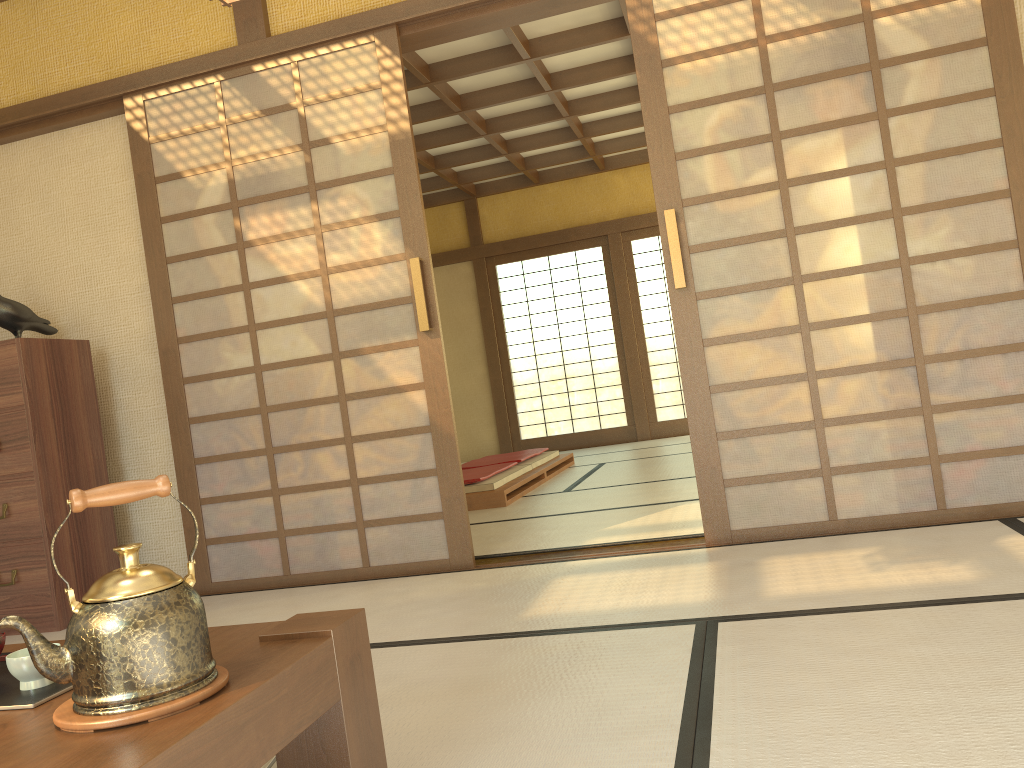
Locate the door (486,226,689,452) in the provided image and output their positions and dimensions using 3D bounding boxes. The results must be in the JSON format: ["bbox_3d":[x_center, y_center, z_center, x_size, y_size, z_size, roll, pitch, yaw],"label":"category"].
[{"bbox_3d":[1.260,-0.498,9.472,2.890,2.230,0.140,-8,-1,14],"label":"door"}]

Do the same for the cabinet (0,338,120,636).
[{"bbox_3d":[-2.339,0.475,3.868,1.020,1.200,0.421,-8,-1,14],"label":"cabinet"}]

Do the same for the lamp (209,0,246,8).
[{"bbox_3d":[-0.756,-1.547,2.232,0.240,1.129,0.240,-8,-1,14],"label":"lamp"}]

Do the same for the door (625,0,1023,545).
[{"bbox_3d":[1.179,-0.587,3.295,1.230,2.265,0.076,-8,-1,14],"label":"door"}]

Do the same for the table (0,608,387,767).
[{"bbox_3d":[-0.829,0.641,1.160,1.000,0.350,1.000,-8,-1,14],"label":"table"}]

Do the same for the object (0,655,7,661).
[{"bbox_3d":[-0.787,0.461,1.523,0.200,0.008,0.008,-8,-1,8],"label":"object"}]

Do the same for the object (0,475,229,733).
[{"bbox_3d":[-0.515,0.279,1.190,0.219,0.296,0.226,-8,-1,9],"label":"object"}]

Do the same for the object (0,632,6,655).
[{"bbox_3d":[-0.867,0.432,1.423,0.100,0.080,0.100,-8,-1,14],"label":"object"}]

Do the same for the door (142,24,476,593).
[{"bbox_3d":[-0.898,-0.278,3.824,1.230,2.265,0.076,-8,-1,14],"label":"door"}]

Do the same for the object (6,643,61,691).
[{"bbox_3d":[-0.716,0.426,1.333,0.073,0.052,0.074,-8,-1,-33],"label":"object"}]

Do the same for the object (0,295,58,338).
[{"bbox_3d":[-2.244,-0.287,3.931,0.383,0.282,0.360,-8,-1,4],"label":"object"}]

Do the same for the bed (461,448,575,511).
[{"bbox_3d":[-0.906,0.807,6.922,2.400,0.188,2.400,-8,-1,14],"label":"bed"}]

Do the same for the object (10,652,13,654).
[{"bbox_3d":[-0.782,0.461,1.535,0.200,0.008,0.008,-8,-1,12],"label":"object"}]

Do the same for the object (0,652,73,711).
[{"bbox_3d":[-0.819,0.472,1.424,0.400,0.007,0.300,-8,-1,14],"label":"object"}]

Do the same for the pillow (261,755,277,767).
[{"bbox_3d":[-0.642,0.763,1.921,0.486,0.107,0.496,-9,-1,18],"label":"pillow"}]
